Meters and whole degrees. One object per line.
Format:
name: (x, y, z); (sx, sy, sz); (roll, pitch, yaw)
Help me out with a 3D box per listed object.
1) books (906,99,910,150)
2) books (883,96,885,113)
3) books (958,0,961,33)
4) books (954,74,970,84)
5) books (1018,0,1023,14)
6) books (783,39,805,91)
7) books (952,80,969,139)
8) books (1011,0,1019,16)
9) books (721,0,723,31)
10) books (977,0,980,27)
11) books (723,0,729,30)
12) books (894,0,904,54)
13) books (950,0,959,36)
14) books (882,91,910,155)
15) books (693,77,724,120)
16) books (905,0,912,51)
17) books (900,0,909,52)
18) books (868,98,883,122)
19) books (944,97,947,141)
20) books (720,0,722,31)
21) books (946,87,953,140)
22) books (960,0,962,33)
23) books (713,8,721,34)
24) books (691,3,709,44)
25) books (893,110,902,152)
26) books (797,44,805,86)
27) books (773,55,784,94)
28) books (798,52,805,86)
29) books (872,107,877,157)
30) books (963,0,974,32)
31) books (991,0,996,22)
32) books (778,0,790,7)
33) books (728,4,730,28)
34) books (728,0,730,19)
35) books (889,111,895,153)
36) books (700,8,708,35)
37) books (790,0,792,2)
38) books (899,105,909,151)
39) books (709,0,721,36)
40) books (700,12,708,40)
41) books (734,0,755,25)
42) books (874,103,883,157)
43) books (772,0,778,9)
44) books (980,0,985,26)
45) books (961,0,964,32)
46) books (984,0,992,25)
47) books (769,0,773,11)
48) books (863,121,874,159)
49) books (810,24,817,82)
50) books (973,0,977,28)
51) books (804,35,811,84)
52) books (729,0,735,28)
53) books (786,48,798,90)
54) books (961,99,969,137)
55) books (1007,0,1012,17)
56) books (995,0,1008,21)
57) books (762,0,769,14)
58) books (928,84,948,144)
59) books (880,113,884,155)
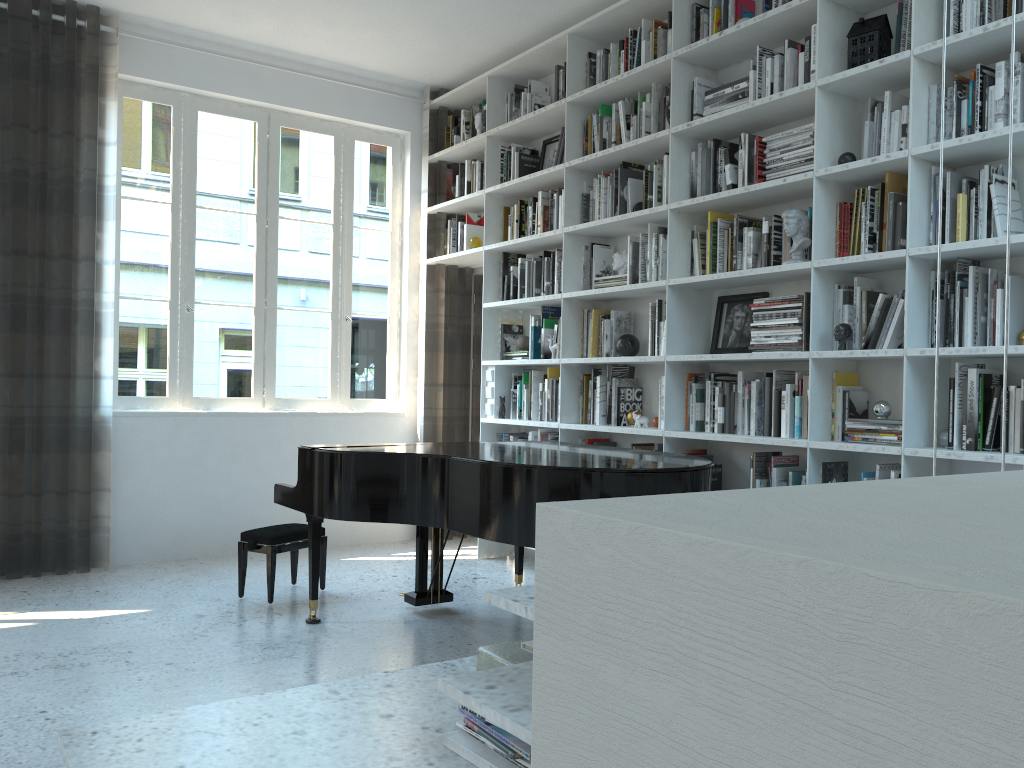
books: (1.589, -0.979, 3.454); (0.149, 0.234, 0.024); (1, 0, -34)
books: (1.528, -1.000, 3.555); (0.146, 0.275, 0.019); (1, 0, -34)
books: (1.709, -1.367, 3.312); (0.133, 0.280, 0.011); (1, 0, -34)
books: (1.697, -1.000, 3.314); (0.154, 0.278, 0.014); (1, 0, -34)
books: (1.831, -1.368, 3.125); (0.154, 0.284, 0.013); (1, 0, -34)
books: (1.272, -1.367, 3.926); (0.185, 0.269, 0.023); (1, 0, -34)
books: (1.691, -0.985, 3.293); (0.176, 0.248, 0.014); (1, 0, -34)
books: (1.822, -1.338, 3.144); (0.142, 0.223, 0.028); (1, 0, -34)
books: (1.059, -1.734, 4.260); (0.147, 0.264, 0.013); (1, 0, -34)
books: (1.742, -1.381, 3.228); (0.152, 0.307, 0.014); (1, 0, -34)
books: (1.067, -1.730, 4.236); (0.168, 0.255, 0.005); (1, 0, -34)
books: (1.557, -1.367, 3.469); (0.190, 0.272, 0.021); (1, 0, -34)
books: (1.686, -1.371, 3.310); (0.159, 0.285, 0.012); (1, 0, -34)
books: (1.529, -1.000, 3.503); (0.187, 0.275, 0.028); (1, 0, -34)
books: (0.967, -1.361, 4.350); (0.191, 0.249, 0.021); (1, 0, -34)
books: (1.585, -1.375, 3.439); (0.179, 0.288, 0.021); (1, 0, -34)
books: (1.577, -1.366, 3.463); (0.181, 0.272, 0.022); (1, 0, -34)
books: (1.497, -1.005, 3.610); (0.159, 0.285, 0.018); (1, 0, -34)
books: (1.679, -0.966, 3.355); (0.140, 0.210, 0.013); (1, 0, -34)
books: (1.057, -1.726, 4.274); (0.139, 0.248, 0.014); (1, 0, -34)
books: (1.688, -0.982, 3.335); (0.138, 0.242, 0.030); (1, 0, -34)
books: (1.710, -1.347, 3.299); (0.138, 0.239, 0.012); (1, 0, -34)
books: (1.036, -1.700, 4.291); (0.172, 0.195, 0.023); (1, 0, -34)
books: (0.960, -1.730, 4.383); (0.185, 0.253, 0.026); (1, 0, -34)
books: (1.560, -0.960, 3.483); (0.185, 0.196, 0.027); (1, 0, -34)
books: (1.304, -1.347, 3.873); (0.158, 0.230, 0.012); (1, 0, -34)
books: (1.242, -1.342, 3.972); (0.183, 0.219, 0.028); (1, 0, -34)
books: (1.312, -1.326, 3.854); (0.176, 0.188, 0.029); (1, 0, -34)
books: (1.513, -0.984, 3.584); (0.159, 0.242, 0.024); (1, 0, -34)
books: (1.714, -1.332, 3.248); (0.181, 0.208, 0.026); (1, 0, -34)
books: (1.775, -1.375, 3.205); (0.138, 0.296, 0.021); (1, 0, -34)
books: (1.255, -1.705, 3.954); (0.173, 0.211, 0.050); (1, 0, -34)
books: (1.086, -1.695, 4.225); (0.152, 0.186, 0.010); (1, 0, -34)
books: (1.088, -1.726, 4.239); (0.148, 0.249, 0.013); (1, 0, -34)
books: (1.547, -0.960, 3.497); (0.173, 0.195, 0.024); (1, 0, -34)
books: (0.989, -1.717, 4.374); (0.157, 0.228, 0.023); (1, 0, -34)
books: (1.292, -1.734, 3.932); (0.140, 0.270, 0.028); (1, 0, -34)
books: (1.572, -0.967, 3.465); (0.157, 0.211, 0.029); (1, 0, -34)
books: (1.017, -1.735, 4.298); (0.163, 0.265, 0.011); (1, 0, -34)
books: (0.992, -1.700, 4.346); (0.166, 0.194, 0.026); (1, 0, -34)
books: (1.107, -1.719, 4.217); (0.137, 0.235, 0.004); (1, 0, -34)
books: (1.519, -0.987, 3.566); (0.164, 0.250, 0.028); (1, 0, -34)
books: (1.236, -1.766, 3.976); (0.186, 0.331, 0.010); (1, 0, -34)
books: (1.748, -1.362, 3.218); (0.166, 0.268, 0.010); (1, 0, -34)
books: (1.715, -1.349, 3.280); (0.148, 0.243, 0.026); (1, 0, -34)
books: (1.761, -1.345, 3.214); (0.165, 0.235, 0.012); (1, 0, -34)
books: (1.221, -1.748, 4.016); (0.157, 0.296, 0.011); (1, 0, -34)
books: (1.485, -0.955, 3.588); (0.181, 0.185, 0.028); (1, 0, -34)
books: (1.348, -1.351, 3.704); (0.272, 0.237, 0.037); (1, 0, -34)
books: (1.739, -1.369, 3.242); (0.173, 0.283, 0.011); (1, 0, -34)
books: (1.328, -1.356, 3.828); (0.173, 0.248, 0.032); (1, 0, -34)
books: (1.086, -1.730, 4.212); (0.143, 0.256, 0.011); (1, 0, -34)
books: (1.277, -1.344, 3.902); (0.190, 0.223, 0.023); (1, 0, -34)
books: (1.710, -0.950, 3.286); (0.136, 0.179, 0.021); (1, 0, -34)
books: (1.807, -1.334, 3.160); (0.132, 0.215, 0.014); (1, 0, -34)
books: (1.780, -1.348, 3.166); (0.160, 0.241, 0.027); (1, 0, -34)
books: (1.201, -1.747, 4.030); (0.176, 0.292, 0.014); (1, 0, -34)
books: (1.644, -0.987, 3.356); (0.190, 0.251, 0.028); (1, 0, -34)
books: (1.533, -0.966, 3.545); (0.171, 0.207, 0.023); (1, 0, -34)
